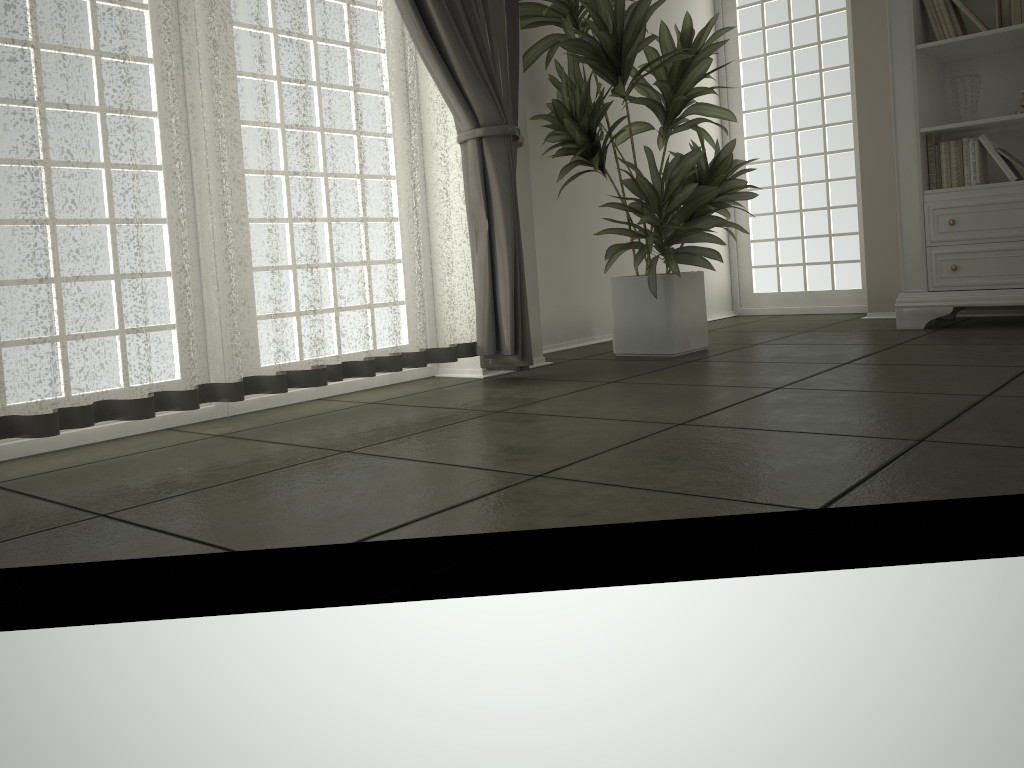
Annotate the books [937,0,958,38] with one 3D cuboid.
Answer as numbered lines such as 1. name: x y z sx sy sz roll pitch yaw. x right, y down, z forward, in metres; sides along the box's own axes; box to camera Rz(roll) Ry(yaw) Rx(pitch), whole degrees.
1. books: 2.083 -1.750 4.206 0.092 0.273 0.159 -2 4 40

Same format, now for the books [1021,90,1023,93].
1. books: 2.491 -1.331 3.970 0.316 0.012 0.249 2 10 40

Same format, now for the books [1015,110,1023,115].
1. books: 2.504 -1.241 3.974 0.379 0.017 0.249 2 10 40

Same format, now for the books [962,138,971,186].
1. books: 2.189 -1.051 4.209 0.028 0.229 0.171 -2 4 40

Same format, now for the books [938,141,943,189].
1. books: 2.097 -1.057 4.284 0.012 0.233 0.139 -2 4 40

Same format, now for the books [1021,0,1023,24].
1. books: 2.352 -1.726 4.018 0.039 0.236 0.136 -2 4 40

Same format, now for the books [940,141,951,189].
1. books: 2.118 -1.051 4.266 0.039 0.224 0.177 -2 5 40

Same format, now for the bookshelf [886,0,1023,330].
1. bookshelf: 2.368 -1.452 4.096 1.149 2.334 0.628 -1 4 40

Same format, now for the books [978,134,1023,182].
1. books: 2.283 -1.050 4.120 0.154 0.237 0.171 -1 5 40

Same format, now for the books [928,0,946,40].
1. books: 2.061 -1.753 4.246 0.092 0.273 0.159 -2 4 40

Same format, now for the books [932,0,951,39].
1. books: 2.069 -1.751 4.223 0.092 0.273 0.159 -2 4 40

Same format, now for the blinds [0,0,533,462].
1. blinds: -1.152 -1.099 2.337 0.659 2.591 3.687 -2 6 40

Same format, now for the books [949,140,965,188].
1. books: 2.154 -1.050 4.235 0.054 0.224 0.177 -2 5 40

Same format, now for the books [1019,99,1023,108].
1. books: 2.492 -1.281 3.973 0.323 0.028 0.256 2 10 40

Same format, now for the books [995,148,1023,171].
1. books: 2.340 -1.011 4.067 0.166 0.166 0.183 0 7 40

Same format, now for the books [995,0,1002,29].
1. books: 2.254 -1.719 4.071 0.011 0.224 0.183 -2 4 40

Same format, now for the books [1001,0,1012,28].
1. books: 2.295 -1.701 4.078 0.039 0.179 0.121 -2 4 40

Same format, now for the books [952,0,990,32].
1. books: 2.169 -1.730 4.157 0.177 0.239 0.159 -1 5 40

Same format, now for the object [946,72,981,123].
1. object: 2.171 -1.359 4.237 0.152 0.252 0.152 -5 4 -18

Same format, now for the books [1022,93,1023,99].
1. books: 2.512 -1.312 3.975 0.336 0.028 0.263 2 10 40

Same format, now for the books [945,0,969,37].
1. books: 2.126 -1.755 4.224 0.092 0.273 0.159 -2 4 40

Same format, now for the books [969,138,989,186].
1. books: 2.214 -1.047 4.185 0.039 0.224 0.177 -2 5 40

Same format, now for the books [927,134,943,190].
1. books: 2.070 -1.080 4.309 0.028 0.276 0.169 -2 4 40

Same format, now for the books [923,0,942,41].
1. books: 2.045 -1.754 4.260 0.092 0.273 0.159 -2 4 40

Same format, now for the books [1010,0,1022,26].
1. books: 2.320 -1.727 4.044 0.039 0.236 0.136 -2 4 40

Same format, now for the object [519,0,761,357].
1. object: 0.596 -1.191 4.007 1.167 2.088 1.040 -6 4 -32

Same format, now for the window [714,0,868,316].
1. window: 1.792 -1.685 5.569 0.999 2.491 0.058 -2 3 40

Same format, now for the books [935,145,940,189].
1. books: 2.093 -1.051 4.301 0.012 0.217 0.156 -2 4 40
